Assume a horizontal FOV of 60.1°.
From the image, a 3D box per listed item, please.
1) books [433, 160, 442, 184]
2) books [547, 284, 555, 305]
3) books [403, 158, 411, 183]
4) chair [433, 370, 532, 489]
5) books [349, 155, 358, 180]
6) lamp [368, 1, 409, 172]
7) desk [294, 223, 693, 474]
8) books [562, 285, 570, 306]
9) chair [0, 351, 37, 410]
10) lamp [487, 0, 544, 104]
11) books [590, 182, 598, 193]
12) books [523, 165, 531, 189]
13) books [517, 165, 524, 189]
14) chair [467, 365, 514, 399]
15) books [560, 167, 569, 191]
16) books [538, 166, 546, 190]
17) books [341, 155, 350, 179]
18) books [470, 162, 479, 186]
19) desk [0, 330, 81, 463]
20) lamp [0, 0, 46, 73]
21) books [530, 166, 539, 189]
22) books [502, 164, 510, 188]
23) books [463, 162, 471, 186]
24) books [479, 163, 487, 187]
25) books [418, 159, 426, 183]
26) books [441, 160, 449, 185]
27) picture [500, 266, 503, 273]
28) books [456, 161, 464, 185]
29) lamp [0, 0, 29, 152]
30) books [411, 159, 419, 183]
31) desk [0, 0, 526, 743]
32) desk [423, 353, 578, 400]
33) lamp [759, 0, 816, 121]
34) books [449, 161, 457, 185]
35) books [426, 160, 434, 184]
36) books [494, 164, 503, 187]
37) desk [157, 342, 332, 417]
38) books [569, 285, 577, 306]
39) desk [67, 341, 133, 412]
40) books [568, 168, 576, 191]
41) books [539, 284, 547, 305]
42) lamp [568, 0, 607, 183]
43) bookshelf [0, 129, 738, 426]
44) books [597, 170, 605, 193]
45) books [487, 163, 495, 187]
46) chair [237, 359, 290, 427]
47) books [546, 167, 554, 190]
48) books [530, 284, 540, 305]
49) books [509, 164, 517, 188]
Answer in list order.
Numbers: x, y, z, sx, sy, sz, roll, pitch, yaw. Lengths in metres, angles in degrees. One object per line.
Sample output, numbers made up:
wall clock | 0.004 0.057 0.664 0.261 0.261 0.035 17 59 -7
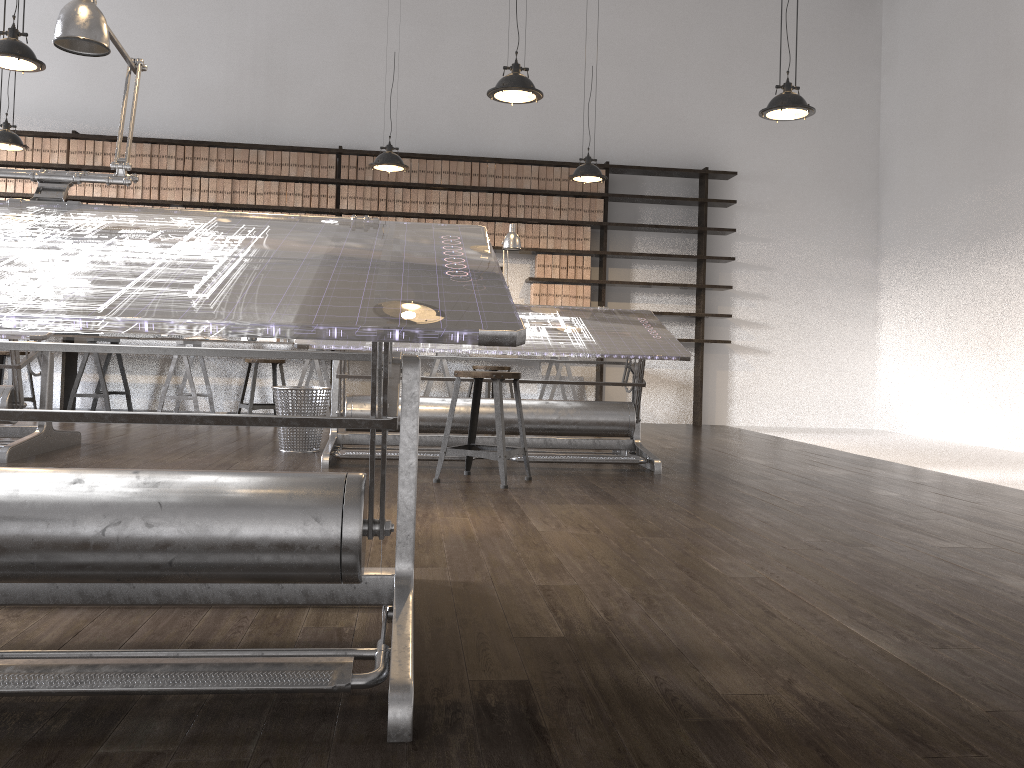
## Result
books | -0.694 -1.949 8.230 0.066 0.226 0.174 2 0 -7
books | 0.352 -0.820 8.332 0.066 0.226 0.174 2 0 -7
books | -0.974 -1.957 8.198 0.066 0.226 0.174 2 0 -7
chair | -0.123 0.205 4.189 0.372 0.528 0.358 2 0 22
books | -1.455 -1.971 8.140 0.067 0.226 0.174 2 0 -7
lamp | -0.912 -2.785 6.834 0.311 2.255 0.312 1 -1 18
desk | -0.127 -0.257 5.088 2.068 1.388 1.076 2 0 -7
books | 0.494 -0.816 8.341 0.066 0.226 0.174 2 0 -7
chair | -3.939 0.009 6.885 0.371 0.528 0.358 2 0 2
lamp | 0.052 -2.699 4.874 0.311 2.255 0.312 1 -1 18
books | 0.763 -1.908 8.402 0.066 0.226 0.174 2 0 -7
books | 0.133 -1.926 8.325 0.066 0.226 0.174 2 0 -7
books | 0.070 -1.928 8.320 0.066 0.226 0.174 2 0 -7
chair | -0.176 0.116 7.276 0.358 0.528 0.372 2 -1 -38
books | 0.485 -1.916 8.363 0.066 0.226 0.174 2 0 -7
books | 0.274 -1.922 8.344 0.066 0.226 0.174 2 0 -7
books | -1.530 -1.973 8.137 0.066 0.226 0.174 2 0 -7
books | -0.349 -1.940 8.268 0.067 0.226 0.174 2 0 -7
desk | -3.455 -0.351 4.704 2.279 1.388 1.076 2 0 -7
lamp | -2.533 -2.773 4.576 0.311 2.255 0.312 1 -1 14
books | 0.205 -1.924 8.332 0.067 0.226 0.174 2 0 -7
books | -0.063 -1.932 8.306 0.066 0.226 0.174 2 0 -7
books | -0.423 -1.942 8.265 0.066 0.226 0.174 2 0 -7
books | -0.275 -1.938 8.282 0.066 0.226 0.174 2 0 -7
books | -0.833 -1.953 8.216 0.066 0.226 0.174 2 0 -7
books | -0.622 -1.947 8.235 0.066 0.226 0.174 2 0 -7
picture | -0.216 -1.032 8.434 0.251 0.184 0.023 2 -1 -7
books | -0.487 -1.944 8.255 0.066 0.226 0.174 2 0 -7
lamp | -3.677 -2.863 6.515 0.310 2.255 0.312 2 -1 -27
books | -0.902 -1.955 8.204 0.067 0.226 0.174 2 0 -7
desk | -1.062 -0.193 1.773 2.068 1.388 1.076 2 0 -7
desk | -0.127 0.028 7.873 1.668 0.670 0.655 2 0 -7
lamp | 1.596 -2.656 5.052 0.310 2.255 0.312 2 -1 -27
books | -0.550 -1.945 8.243 0.067 0.226 0.174 2 0 -7
books | -0.764 -1.951 8.226 0.066 0.226 0.174 2 0 -7
books | -0.134 -1.934 8.298 0.066 0.226 0.174 2 0 -7
desk | -2.253 -0.032 7.628 1.668 0.670 0.655 2 0 -7
books | 0.560 -0.814 8.349 0.067 0.226 0.174 2 0 -7
desk | -4.005 -0.082 7.426 1.668 0.670 0.655 2 0 -7
books | 0.557 -1.914 8.371 0.067 0.226 0.174 2 0 -7
books | 0.283 -0.822 8.322 0.066 0.226 0.174 2 0 -7
lamp | 0.632 -2.741 7.012 0.311 2.255 0.312 1 -1 18
bookshelf | -2.470 -0.604 8.083 9.174 3.212 0.373 2 -1 -7
books | 0.832 -1.906 8.406 0.066 0.226 0.174 2 0 -7
books | -0.203 -1.935 8.285 0.066 0.226 0.174 2 0 -7
chair | -1.972 0.066 7.042 0.371 0.528 0.358 2 -1 -33
books | 0.343 -1.920 8.354 0.066 0.226 0.174 2 0 -7
books | 0.214 -0.824 8.310 0.067 0.226 0.174 2 0 -7
books | 0.004 -1.929 8.308 0.067 0.226 0.174 2 0 -7
